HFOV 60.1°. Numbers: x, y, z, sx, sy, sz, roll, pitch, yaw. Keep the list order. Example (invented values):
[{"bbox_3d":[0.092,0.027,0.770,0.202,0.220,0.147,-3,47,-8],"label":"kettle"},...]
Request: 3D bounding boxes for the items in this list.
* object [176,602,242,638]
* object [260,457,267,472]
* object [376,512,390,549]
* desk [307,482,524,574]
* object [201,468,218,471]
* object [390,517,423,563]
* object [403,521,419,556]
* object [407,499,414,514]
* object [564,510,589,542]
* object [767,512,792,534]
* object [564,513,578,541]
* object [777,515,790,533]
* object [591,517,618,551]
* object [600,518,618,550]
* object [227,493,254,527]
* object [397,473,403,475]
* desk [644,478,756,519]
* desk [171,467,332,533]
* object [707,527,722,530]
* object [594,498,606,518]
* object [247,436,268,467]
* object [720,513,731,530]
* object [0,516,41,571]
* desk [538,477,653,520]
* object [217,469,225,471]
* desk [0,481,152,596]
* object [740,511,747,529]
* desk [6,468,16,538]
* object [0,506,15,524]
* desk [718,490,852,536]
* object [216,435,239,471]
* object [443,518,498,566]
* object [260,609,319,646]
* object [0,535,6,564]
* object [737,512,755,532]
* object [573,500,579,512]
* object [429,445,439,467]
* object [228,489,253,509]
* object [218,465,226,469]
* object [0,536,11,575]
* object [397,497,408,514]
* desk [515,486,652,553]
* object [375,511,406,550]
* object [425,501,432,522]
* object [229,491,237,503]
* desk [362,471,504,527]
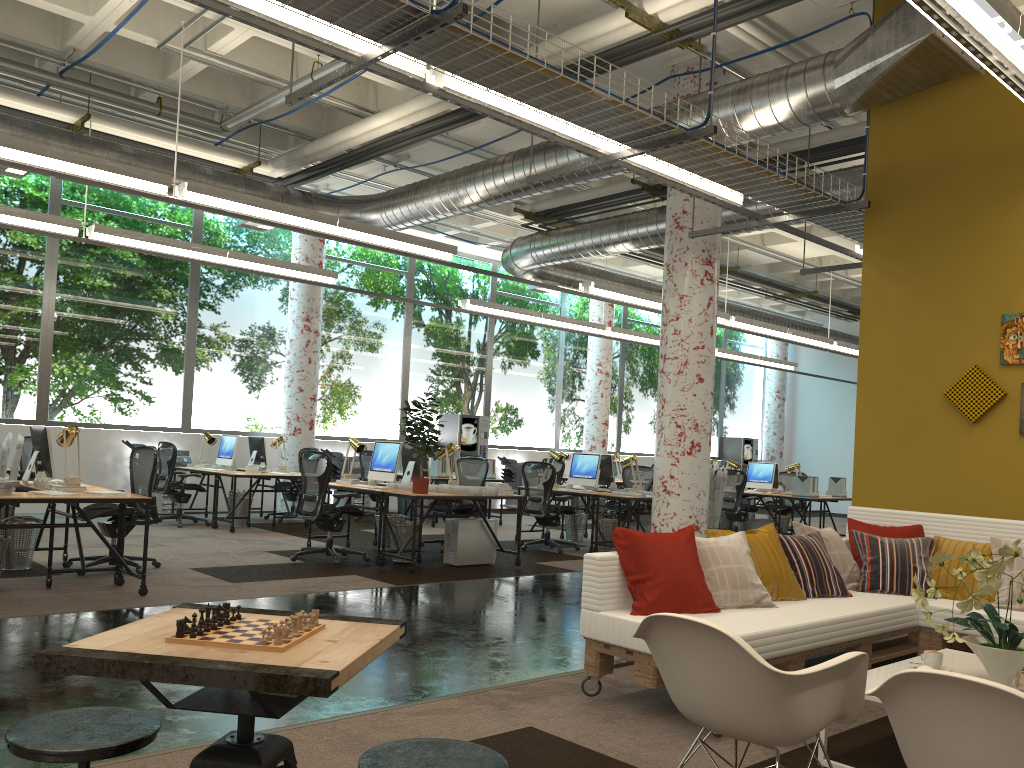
[{"bbox_3d":[-0.715,0.549,2.096,0.056,0.053,0.250,3,-4,8],"label":"object"},{"bbox_3d":[-3.465,1.113,12.315,0.101,0.209,0.101,3,-2,3],"label":"object"},{"bbox_3d":[-1.449,1.651,9.973,0.120,0.403,0.235,4,-2,-42],"label":"object"},{"bbox_3d":[-1.051,1.467,9.343,1.404,0.723,1.940,6,-5,-42],"label":"desk"},{"bbox_3d":[-4.047,1.149,11.922,0.119,0.017,0.439,7,-6,-42],"label":"object"},{"bbox_3d":[-1.098,1.589,9.044,0.358,0.434,0.354,1,-3,44],"label":"object"},{"bbox_3d":[-1.037,1.609,9.093,0.120,0.403,0.235,4,-2,-42],"label":"object"},{"bbox_3d":[-1.692,2.017,14.865,0.120,0.403,0.235,4,-2,-42],"label":"object"},{"bbox_3d":[0.874,1.941,12.185,0.358,0.434,0.354,1,-3,44],"label":"object"},{"bbox_3d":[4.162,2.231,13.817,0.358,0.434,0.354,1,-3,44],"label":"object"},{"bbox_3d":[0.812,1.948,12.135,0.120,0.403,0.235,4,-2,-42],"label":"object"},{"bbox_3d":[4.222,2.251,13.866,0.120,0.403,0.235,4,-2,-42],"label":"object"},{"bbox_3d":[1.164,1.885,11.206,0.358,0.434,0.354,1,-3,44],"label":"object"},{"bbox_3d":[1.224,1.905,11.255,0.120,0.403,0.235,4,-2,-42],"label":"object"},{"bbox_3d":[-3.642,1.681,11.829,0.358,0.434,0.354,1,-3,44],"label":"object"},{"bbox_3d":[-1.746,1.422,14.029,0.119,0.017,0.439,7,-6,-42],"label":"object"},{"bbox_3d":[4.035,2.464,19.114,1.404,0.723,1.940,6,-5,-42],"label":"desk"},{"bbox_3d":[-3.595,1.559,12.128,1.404,0.723,1.940,6,-5,-42],"label":"desk"},{"bbox_3d":[2.378,1.952,10.853,0.353,0.398,0.354,3,-2,3],"label":"object"},{"bbox_3d":[1.656,2.322,16.673,0.120,0.403,0.235,4,-2,-42],"label":"object"},{"bbox_3d":[-3.641,0.986,12.607,0.190,0.485,0.483,4,-3,-42],"label":"object"},{"bbox_3d":[3.662,2.345,15.328,0.353,0.398,0.354,3,-2,3],"label":"object"},{"bbox_3d":[-4.162,1.335,7.445,0.358,0.434,0.354,1,-3,44],"label":"object"},{"bbox_3d":[1.642,2.180,16.923,1.404,0.723,1.940,6,-5,-42],"label":"desk"},{"bbox_3d":[-3.831,1.136,11.675,0.106,0.029,0.059,6,-5,-41],"label":"object"},{"bbox_3d":[-3.826,1.157,6.766,1.404,0.723,1.940,6,-5,-42],"label":"desk"},{"bbox_3d":[3.810,2.294,14.746,0.120,0.403,0.235,4,-2,-42],"label":"object"},{"bbox_3d":[-6.383,1.228,9.576,1.404,0.723,1.940,6,-5,-42],"label":"desk"},{"bbox_3d":[-5.215,1.417,8.923,0.353,0.398,0.354,3,-2,3],"label":"object"},{"bbox_3d":[4.209,2.109,14.117,1.404,0.723,1.940,6,-5,-42],"label":"desk"},{"bbox_3d":[-3.854,0.935,12.058,0.190,0.485,0.483,4,-3,-42],"label":"object"},{"bbox_3d":[-0.421,1.626,9.167,0.542,0.454,0.221,6,-3,-42],"label":"object"},{"bbox_3d":[-0.515,0.557,2.069,0.056,0.053,0.251,3,-4,8],"label":"object"},{"bbox_3d":[-3.812,1.299,6.515,0.120,0.403,0.235,4,-2,-42],"label":"object"},{"bbox_3d":[3.873,2.287,14.796,0.358,0.434,0.354,1,-3,44],"label":"object"},{"bbox_3d":[1.244,2.365,17.553,0.120,0.403,0.235,4,-2,-42],"label":"object"},{"bbox_3d":[-1.340,1.259,14.714,0.190,0.485,0.483,4,-3,-42],"label":"object"},{"bbox_3d":[-3.931,1.737,12.807,0.358,0.434,0.354,1,-3,44],"label":"object"},{"bbox_3d":[-4.045,1.085,12.345,0.101,0.209,0.101,3,-2,3],"label":"object"},{"bbox_3d":[-3.873,1.278,6.466,0.358,0.434,0.354,1,-3,44],"label":"object"},{"bbox_3d":[-1.841,2.067,15.446,0.353,0.398,0.353,4,-3,-23],"label":"object"},{"bbox_3d":[1.211,1.763,11.506,1.404,0.723,1.940,6,-5,-42],"label":"desk"},{"bbox_3d":[-1.387,1.645,10.023,0.358,0.434,0.354,1,-3,44],"label":"object"},{"bbox_3d":[-1.280,1.974,13.985,0.120,0.403,0.235,4,-2,-42],"label":"object"},{"bbox_3d":[-3.993,1.744,12.758,0.120,0.403,0.235,4,-2,-42],"label":"object"},{"bbox_3d":[-1.294,1.832,14.235,1.404,0.723,1.940,6,-5,-42],"label":"desk"}]
